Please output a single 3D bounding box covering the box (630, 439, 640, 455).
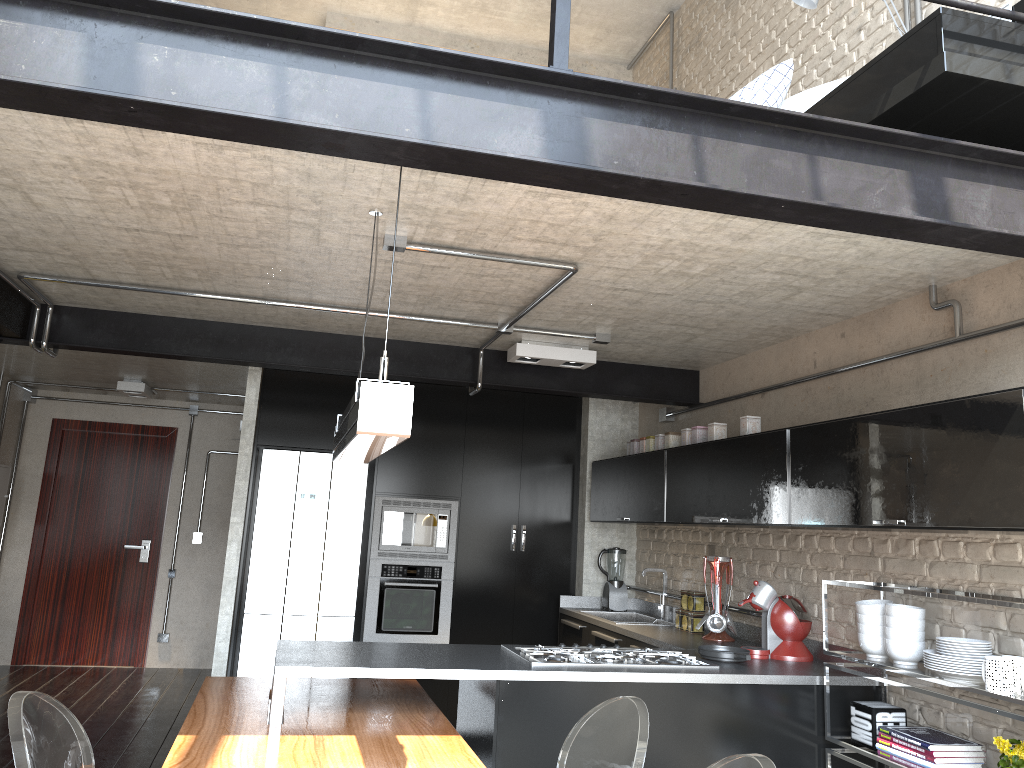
[{"bbox_3d":[0.816,0.416,5.736,0.081,0.112,0.080,6,-12,-13],"label":"box"}]

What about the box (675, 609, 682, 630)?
[{"bbox_3d":[0.985,1.353,5.082,0.081,0.112,0.080,5,-12,-8],"label":"box"}]

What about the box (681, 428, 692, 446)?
[{"bbox_3d":[1.009,0.311,5.021,0.081,0.112,0.080,6,-12,-13],"label":"box"}]

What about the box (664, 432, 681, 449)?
[{"bbox_3d":[0.953,0.343,5.239,0.081,0.112,0.080,6,-12,-13],"label":"box"}]

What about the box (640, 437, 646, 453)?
[{"bbox_3d":[0.856,0.396,5.598,0.081,0.112,0.080,6,-12,-13],"label":"box"}]

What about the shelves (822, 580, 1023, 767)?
[{"bbox_3d":[1.536,1.185,2.962,0.288,0.939,1.236,6,-11,-13],"label":"shelves"}]

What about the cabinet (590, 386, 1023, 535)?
[{"bbox_3d":[1.206,0.502,4.450,0.399,0.427,3.852,6,-10,-14],"label":"cabinet"}]

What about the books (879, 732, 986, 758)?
[{"bbox_3d":[1.486,1.279,3.143,0.211,0.021,0.289,5,-9,-13],"label":"books"}]

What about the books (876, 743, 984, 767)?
[{"bbox_3d":[1.472,1.316,3.132,0.211,0.021,0.289,5,-10,-14],"label":"books"}]

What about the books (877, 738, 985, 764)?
[{"bbox_3d":[1.480,1.297,3.137,0.211,0.021,0.289,6,-10,-15],"label":"books"}]

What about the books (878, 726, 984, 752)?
[{"bbox_3d":[1.482,1.259,3.146,0.211,0.021,0.289,5,-9,-11],"label":"books"}]

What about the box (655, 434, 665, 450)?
[{"bbox_3d":[0.917,0.364,5.378,0.081,0.112,0.080,6,-12,-13],"label":"box"}]

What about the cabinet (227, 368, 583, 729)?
[{"bbox_3d":[-0.714,1.196,6.329,2.316,2.508,0.546,6,-13,-13],"label":"cabinet"}]

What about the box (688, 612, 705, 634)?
[{"bbox_3d":[1.025,1.329,4.926,0.081,0.112,0.080,4,-11,-3],"label":"box"}]

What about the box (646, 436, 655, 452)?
[{"bbox_3d":[0.882,0.383,5.508,0.081,0.112,0.080,6,-12,-13],"label":"box"}]

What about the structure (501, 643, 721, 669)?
[{"bbox_3d":[0.403,1.149,3.761,0.810,0.026,0.496,5,-9,-13],"label":"structure"}]

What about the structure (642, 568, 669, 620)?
[{"bbox_3d":[0.902,1.338,5.658,0.177,0.315,0.088,6,-13,-13],"label":"structure"}]

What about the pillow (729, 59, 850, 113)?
[{"bbox_3d":[0.832,-1.027,4.504,1.142,0.742,2.115,6,-10,-15],"label":"pillow"}]

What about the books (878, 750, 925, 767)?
[{"bbox_3d":[1.478,1.337,3.129,0.211,0.021,0.289,6,-10,-14],"label":"books"}]

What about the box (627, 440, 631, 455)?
[{"bbox_3d":[0.804,0.430,5.827,0.081,0.112,0.080,6,-12,-13],"label":"box"}]

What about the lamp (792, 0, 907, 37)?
[{"bbox_3d":[1.370,-1.372,3.557,0.479,0.697,0.169,-7,-16,41],"label":"lamp"}]

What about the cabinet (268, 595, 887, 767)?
[{"bbox_3d":[-0.004,1.702,4.563,2.427,1.018,2.716,6,-10,-13],"label":"cabinet"}]

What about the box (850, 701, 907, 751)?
[{"bbox_3d":[1.403,1.308,3.388,0.150,0.152,0.148,6,-11,-13],"label":"box"}]

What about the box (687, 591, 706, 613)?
[{"bbox_3d":[1.037,1.226,4.980,0.081,0.112,0.080,7,-12,-18],"label":"box"}]

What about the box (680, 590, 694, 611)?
[{"bbox_3d":[1.016,1.238,5.061,0.080,0.112,0.080,12,-15,-38],"label":"box"}]

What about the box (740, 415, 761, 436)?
[{"bbox_3d":[1.181,0.217,4.383,0.081,0.112,0.080,6,-12,-13],"label":"box"}]

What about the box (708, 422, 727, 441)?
[{"bbox_3d":[1.093,0.265,4.710,0.081,0.112,0.080,6,-12,-13],"label":"box"}]

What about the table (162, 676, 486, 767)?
[{"bbox_3d":[-0.586,1.497,2.632,0.926,0.742,2.644,6,-10,-13],"label":"table"}]

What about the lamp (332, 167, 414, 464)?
[{"bbox_3d":[-0.393,-0.249,2.581,0.125,0.902,1.076,6,-11,-13],"label":"lamp"}]

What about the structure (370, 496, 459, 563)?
[{"bbox_3d":[-0.723,1.039,6.324,0.580,0.426,0.443,6,-11,-13],"label":"structure"}]

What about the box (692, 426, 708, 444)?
[{"bbox_3d":[1.043,0.292,4.892,0.081,0.112,0.080,6,-12,-13],"label":"box"}]

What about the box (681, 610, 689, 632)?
[{"bbox_3d":[1.009,1.341,5.002,0.081,0.112,0.080,7,-12,-18],"label":"box"}]
